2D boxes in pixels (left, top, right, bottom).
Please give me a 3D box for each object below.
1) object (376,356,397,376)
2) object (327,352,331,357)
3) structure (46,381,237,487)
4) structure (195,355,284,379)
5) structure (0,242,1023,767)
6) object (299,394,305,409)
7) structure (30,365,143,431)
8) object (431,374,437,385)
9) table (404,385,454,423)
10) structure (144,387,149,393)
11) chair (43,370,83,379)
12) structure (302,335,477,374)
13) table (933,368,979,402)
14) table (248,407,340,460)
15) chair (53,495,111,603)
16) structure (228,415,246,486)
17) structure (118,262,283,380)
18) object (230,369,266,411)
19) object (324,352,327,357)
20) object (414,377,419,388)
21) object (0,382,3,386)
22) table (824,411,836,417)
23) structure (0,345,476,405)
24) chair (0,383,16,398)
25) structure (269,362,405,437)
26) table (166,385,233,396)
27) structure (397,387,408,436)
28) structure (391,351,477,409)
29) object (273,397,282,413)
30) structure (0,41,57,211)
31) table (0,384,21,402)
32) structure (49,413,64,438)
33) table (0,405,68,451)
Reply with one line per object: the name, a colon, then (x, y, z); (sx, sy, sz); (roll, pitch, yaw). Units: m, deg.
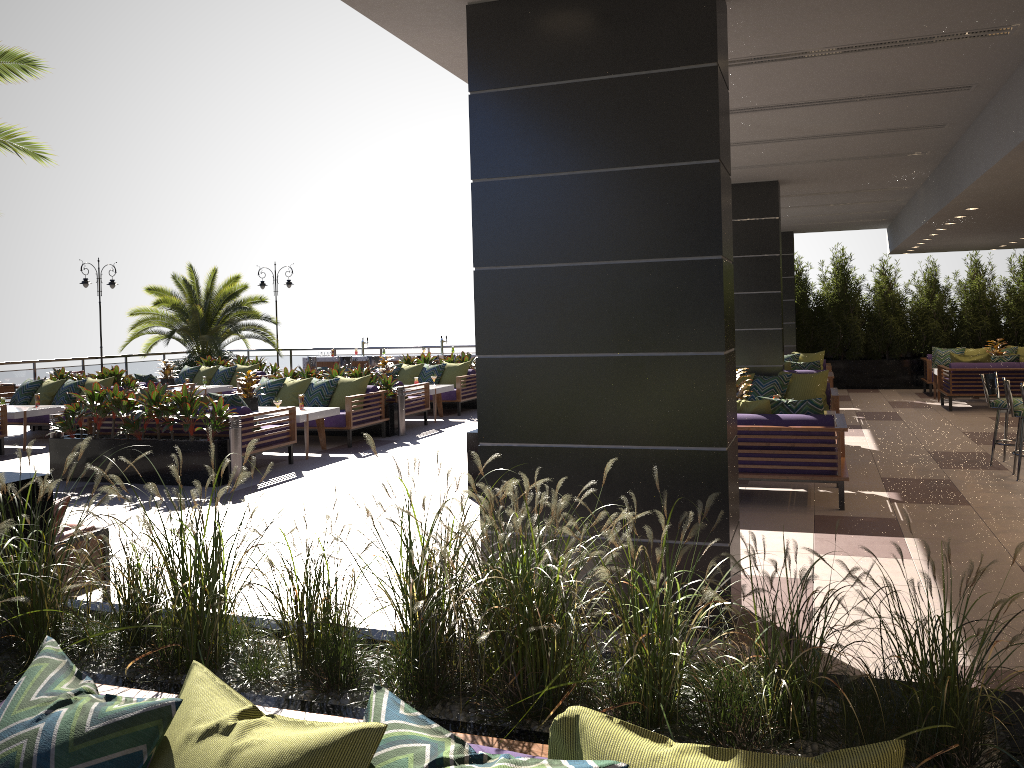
object: (-2.115, -0.208, 14.888); (0.424, 0.526, 0.431); (0, 2, 31)
object: (-4.307, -0.654, 20.828); (0.105, 0.209, 0.105); (-2, 1, -6)
structure: (-3.970, 0.550, 9.517); (2.250, 1.171, 0.738); (0, 2, 21)
structure: (-5.731, -0.018, 18.261); (2.250, 1.171, 0.738); (0, 2, 21)
structure: (3.526, -0.595, 7.577); (7.813, 3.118, 24.778); (0, 4, 19)
object: (-2.704, 0.223, 11.379); (0.067, 0.189, 0.084); (-2, 1, -41)
structure: (-7.012, 0.273, 14.617); (2.247, 1.171, 0.715); (-1, 2, 16)
object: (-1.329, -0.079, 15.084); (0.106, 0.197, 0.106); (-3, 2, -38)
table: (-2.093, 0.328, 14.930); (2.036, 0.553, 0.943); (0, 3, 19)
structure: (-5.841, 0.404, 14.245); (0.100, 0.700, 0.180); (-1, 1, 19)
chair: (-9.456, 0.124, 18.789); (0.714, 0.815, 0.715); (-1, 2, 19)
structure: (-2.638, -0.414, 20.164); (4.399, 1.328, 0.806); (0, 2, 19)
table: (8.434, 0.019, 15.256); (2.036, 0.553, 0.943); (0, 3, 19)
table: (-3.333, 0.615, 11.334); (2.036, 0.553, 0.943); (0, 3, 19)
chair: (-2.408, 0.967, 4.085); (0.713, 0.815, 0.716); (-1, 2, 19)
structure: (-2.852, 0.682, 9.142); (0.100, 0.700, 0.180); (-1, 1, 19)
structure: (-7.558, -1.373, 21.728); (3.801, 3.300, 3.757); (-2, 3, -13)
object: (-3.356, 0.078, 11.305); (0.430, 0.526, 0.425); (0, 2, 36)
object: (-4.390, -0.658, 20.919); (0.105, 0.209, 0.105); (-2, 1, -6)
object: (-1.561, -0.021, 14.463); (0.069, 0.181, 0.069); (-1, 1, 7)
object: (-7.567, 0.090, 12.755); (0.431, 0.526, 0.425); (-3, 2, -39)
table: (2.346, 0.601, 9.341); (2.036, 0.553, 0.943); (0, 3, 19)
structure: (-5.044, 0.244, 13.652); (12.912, 1.057, 17.538); (0, 4, 19)
chair: (-10.079, 0.268, 16.981); (0.714, 0.815, 0.715); (-1, 2, 19)
structure: (-2.713, 0.260, 13.152); (2.418, 1.172, 0.702); (0, 2, 21)
table: (-6.315, 0.340, 16.388); (2.036, 0.553, 0.943); (0, 3, 19)
structure: (-1.597, 0.392, 12.779); (0.100, 0.700, 0.180); (-1, 1, 19)
structure: (-1.451, -0.033, 16.819); (2.250, 1.171, 0.738); (0, 2, 21)
object: (-2.875, 0.260, 10.863); (0.106, 0.197, 0.106); (-3, 2, -38)
structure: (-6.899, -1.925, 8.211); (4.706, 6.499, 4.750); (0, 2, 37)
table: (-9.767, 0.310, 17.876); (0.755, 0.589, 0.741); (-1, 3, 19)
structure: (-5.094, 0.688, 9.916); (0.100, 0.700, 0.180); (-1, 1, 19)
table: (-7.556, 0.627, 12.793); (2.036, 0.553, 0.943); (0, 3, 19)
